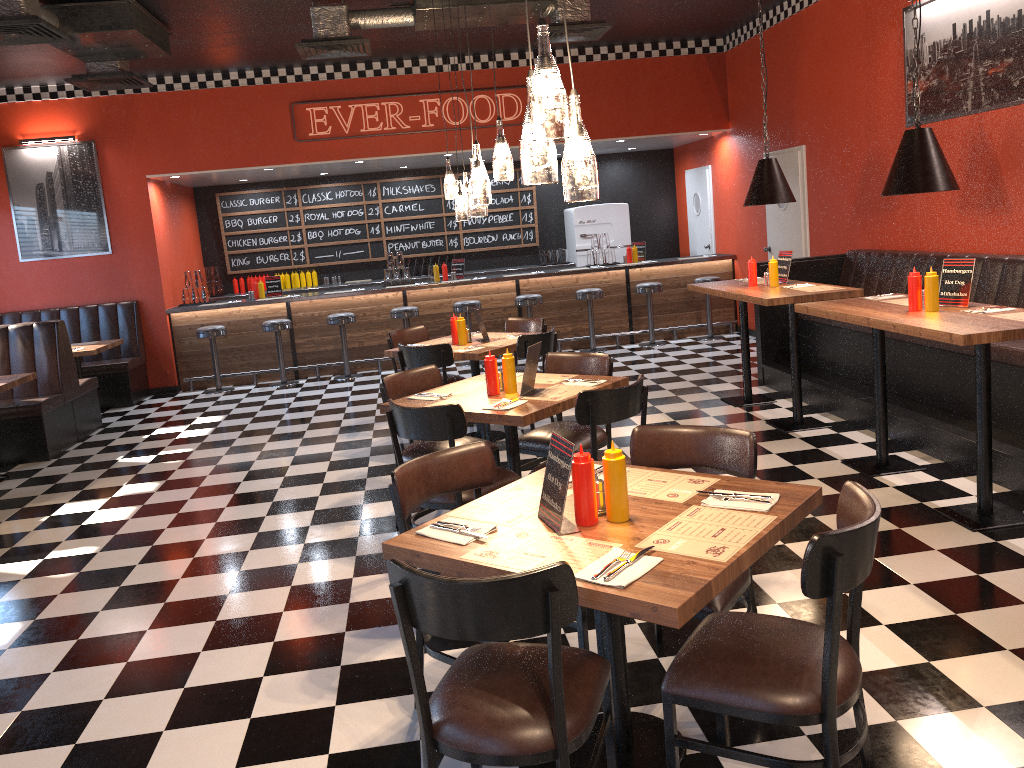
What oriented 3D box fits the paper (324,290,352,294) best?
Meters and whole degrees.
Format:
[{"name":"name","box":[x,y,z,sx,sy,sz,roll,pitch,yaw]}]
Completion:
[{"name":"paper","box":[-2.127,-1.134,10.919,0.365,0.001,0.263,-6,10,-5]}]

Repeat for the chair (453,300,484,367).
[{"name":"chair","box":[-0.512,-0.623,10.733,0.348,0.770,0.350,1,11,38]}]

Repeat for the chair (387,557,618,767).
[{"name":"chair","box":[-0.008,0.817,2.362,0.486,0.862,0.548,-3,9,17]}]

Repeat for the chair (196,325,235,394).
[{"name":"chair","box":[-3.484,-0.296,10.400,0.348,0.770,0.350,1,11,38]}]

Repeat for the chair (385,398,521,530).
[{"name":"chair","box":[-0.288,0.472,4.383,0.486,0.862,0.548,2,11,38]}]

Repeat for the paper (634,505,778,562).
[{"name":"paper","box":[0.542,0.407,2.449,0.261,0.001,0.367,3,13,37]}]

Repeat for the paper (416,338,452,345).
[{"name":"paper","box":[-0.589,-0.340,7.083,0.261,0.001,0.367,3,13,38]}]

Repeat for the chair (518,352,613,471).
[{"name":"chair","box":[0.322,0.276,5.158,0.487,0.862,0.547,2,11,41]}]

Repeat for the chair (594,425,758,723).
[{"name":"chair","box":[0.603,0.621,3.136,0.486,0.862,0.548,0,10,33]}]

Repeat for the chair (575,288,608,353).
[{"name":"chair","box":[0.974,-0.787,10.899,0.348,0.770,0.350,-6,8,-6]}]

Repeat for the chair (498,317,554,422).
[{"name":"chair","box":[0.025,-0.092,7.312,0.547,0.862,0.487,-12,11,-39]}]

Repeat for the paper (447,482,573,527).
[{"name":"paper","box":[0.005,0.382,2.849,0.261,0.001,0.367,3,13,37]}]

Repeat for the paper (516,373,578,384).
[{"name":"paper","box":[0.159,-0.033,5.037,0.365,0.001,0.262,3,13,37]}]

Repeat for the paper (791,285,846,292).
[{"name":"paper","box":[2.188,-0.683,6.345,0.261,0.001,0.368,-6,10,-4]}]

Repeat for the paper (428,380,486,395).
[{"name":"paper","box":[-0.280,0.020,4.964,0.261,0.001,0.367,2,13,36]}]

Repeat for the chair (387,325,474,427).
[{"name":"chair","box":[-0.699,-0.031,7.333,0.544,0.862,0.489,0,10,33]}]

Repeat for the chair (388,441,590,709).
[{"name":"chair","box":[-0.095,0.690,3.100,0.545,0.862,0.489,3,12,42]}]

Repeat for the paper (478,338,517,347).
[{"name":"paper","box":[-0.060,-0.313,6.673,0.261,0.001,0.367,3,13,38]}]

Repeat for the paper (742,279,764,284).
[{"name":"paper","box":[2.077,-0.846,7.291,0.261,0.001,0.368,-6,10,-4]}]

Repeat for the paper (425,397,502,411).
[{"name":"paper","box":[-0.232,0.100,4.504,0.365,0.001,0.262,3,13,36]}]

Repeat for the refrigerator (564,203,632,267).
[{"name":"refrigerator","box":[1.296,-1.723,13.005,0.803,1.792,0.854,-6,8,-6]}]

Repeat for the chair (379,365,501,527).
[{"name":"chair","box":[-0.421,0.357,5.080,0.545,0.862,0.489,1,10,35]}]

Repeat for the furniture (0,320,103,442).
[{"name":"furniture","box":[-4.950,0.008,8.407,1.710,1.147,0.710,-6,9,-6]}]

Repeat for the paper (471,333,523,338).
[{"name":"paper","box":[-0.132,-0.392,7.142,0.366,0.001,0.262,4,14,40]}]

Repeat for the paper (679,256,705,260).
[{"name":"paper","box":[2.329,-1.625,11.422,0.365,0.001,0.263,-4,10,4]}]

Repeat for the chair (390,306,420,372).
[{"name":"chair","box":[-1.255,-0.541,10.650,0.348,0.770,0.350,0,10,33]}]

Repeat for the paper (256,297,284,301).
[{"name":"paper","box":[-2.922,-1.042,10.807,0.365,0.001,0.263,-6,10,-5]}]

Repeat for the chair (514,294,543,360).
[{"name":"chair","box":[0.231,-0.705,10.816,0.348,0.770,0.350,1,11,38]}]

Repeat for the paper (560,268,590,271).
[{"name":"paper","box":[0.796,-1.458,11.258,0.365,0.001,0.263,-6,10,-5]}]

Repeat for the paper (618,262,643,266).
[{"name":"paper","box":[1.536,-1.538,11.334,0.365,0.001,0.263,-6,10,-6]}]

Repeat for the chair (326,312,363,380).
[{"name":"chair","box":[-1.998,-0.459,10.566,0.349,0.770,0.350,3,11,43]}]

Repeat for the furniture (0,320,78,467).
[{"name":"furniture","box":[-4.863,0.127,7.712,1.710,1.147,0.710,-6,9,-6]}]

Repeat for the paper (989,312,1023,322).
[{"name":"paper","box":[2.495,-0.319,4.207,0.261,0.001,0.368,-6,10,-4]}]

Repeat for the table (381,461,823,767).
[{"name":"table","box":[0.322,0.770,2.715,0.960,0.769,0.962,2,12,38]}]

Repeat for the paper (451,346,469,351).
[{"name":"paper","box":[-0.522,-0.266,6.644,0.365,0.001,0.262,3,13,38]}]

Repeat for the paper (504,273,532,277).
[{"name":"paper","box":[0.075,-1.372,11.142,0.365,0.001,0.262,-7,10,-10]}]

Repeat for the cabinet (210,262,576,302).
[{"name":"cabinet","box":[-1.695,-1.013,12.818,5.287,0.993,0.679,-6,9,-6]}]

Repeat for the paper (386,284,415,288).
[{"name":"paper","box":[-1.380,-1.214,10.990,0.365,0.001,0.263,-6,10,-5]}]

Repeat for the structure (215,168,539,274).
[{"name":"structure","box":[-1.884,-2.375,12.861,4.544,1.140,0.201,-6,8,-6]}]

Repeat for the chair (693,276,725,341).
[{"name":"chair","box":[2.460,-0.951,11.066,0.348,0.770,0.350,1,11,38]}]

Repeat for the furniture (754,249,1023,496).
[{"name":"furniture","box":[3.288,0.114,3.808,1.104,1.142,8.812,-6,10,-6]}]

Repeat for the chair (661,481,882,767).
[{"name":"chair","box":[0.736,0.736,2.440,0.544,0.862,0.489,0,10,31]}]

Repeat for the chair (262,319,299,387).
[{"name":"chair","box":[-2.741,-0.378,10.483,0.349,0.770,0.350,3,11,43]}]

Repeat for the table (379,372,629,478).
[{"name":"table","box":[0.000,0.414,4.817,0.960,0.769,0.962,2,12,38]}]

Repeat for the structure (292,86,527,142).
[{"name":"structure","box":[-1.129,-3.205,10.516,2.876,0.436,0.122,-6,8,-6]}]

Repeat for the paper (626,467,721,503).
[{"name":"paper","box":[0.461,0.329,2.916,0.365,0.001,0.262,3,13,39]}]

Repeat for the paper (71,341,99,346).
[{"name":"paper","box":[-4.678,-0.430,9.574,0.365,0.001,0.262,-7,11,-11]}]

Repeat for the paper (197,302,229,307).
[{"name":"paper","box":[-3.589,-0.966,10.719,0.365,0.001,0.263,-6,10,-5]}]

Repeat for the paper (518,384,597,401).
[{"name":"paper","box":[0.236,0.044,4.583,0.261,0.001,0.367,3,13,39]}]

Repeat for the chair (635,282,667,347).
[{"name":"chair","box":[1.717,-0.869,10.983,0.348,0.770,0.350,-5,8,-1]}]

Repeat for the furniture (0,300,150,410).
[{"name":"furniture","box":[-5.159,-0.278,10.072,1.710,1.147,0.710,-6,9,-6]}]

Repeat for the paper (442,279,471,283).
[{"name":"paper","box":[-0.698,-1.288,11.060,0.365,0.001,0.263,-6,10,-5]}]

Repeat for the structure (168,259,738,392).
[{"name":"structure","box":[-0.579,-0.708,10.994,7.043,1.033,0.217,-6,8,-6]}]

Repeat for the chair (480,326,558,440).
[{"name":"chair","box":[0.083,0.030,6.615,0.544,0.862,0.489,1,10,33]}]

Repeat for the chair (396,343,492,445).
[{"name":"chair","box":[-0.514,0.099,6.535,0.486,0.862,0.548,0,10,33]}]

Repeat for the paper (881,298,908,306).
[{"name":"paper","box":[2.352,-0.480,5.156,0.261,0.001,0.368,-6,10,-4]}]

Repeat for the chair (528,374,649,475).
[{"name":"chair","box":[0.409,0.403,4.419,0.489,0.862,0.545,-13,11,-42]}]

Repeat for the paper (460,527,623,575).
[{"name":"paper","box":[0.080,0.455,2.411,0.365,0.001,0.262,3,13,37]}]
